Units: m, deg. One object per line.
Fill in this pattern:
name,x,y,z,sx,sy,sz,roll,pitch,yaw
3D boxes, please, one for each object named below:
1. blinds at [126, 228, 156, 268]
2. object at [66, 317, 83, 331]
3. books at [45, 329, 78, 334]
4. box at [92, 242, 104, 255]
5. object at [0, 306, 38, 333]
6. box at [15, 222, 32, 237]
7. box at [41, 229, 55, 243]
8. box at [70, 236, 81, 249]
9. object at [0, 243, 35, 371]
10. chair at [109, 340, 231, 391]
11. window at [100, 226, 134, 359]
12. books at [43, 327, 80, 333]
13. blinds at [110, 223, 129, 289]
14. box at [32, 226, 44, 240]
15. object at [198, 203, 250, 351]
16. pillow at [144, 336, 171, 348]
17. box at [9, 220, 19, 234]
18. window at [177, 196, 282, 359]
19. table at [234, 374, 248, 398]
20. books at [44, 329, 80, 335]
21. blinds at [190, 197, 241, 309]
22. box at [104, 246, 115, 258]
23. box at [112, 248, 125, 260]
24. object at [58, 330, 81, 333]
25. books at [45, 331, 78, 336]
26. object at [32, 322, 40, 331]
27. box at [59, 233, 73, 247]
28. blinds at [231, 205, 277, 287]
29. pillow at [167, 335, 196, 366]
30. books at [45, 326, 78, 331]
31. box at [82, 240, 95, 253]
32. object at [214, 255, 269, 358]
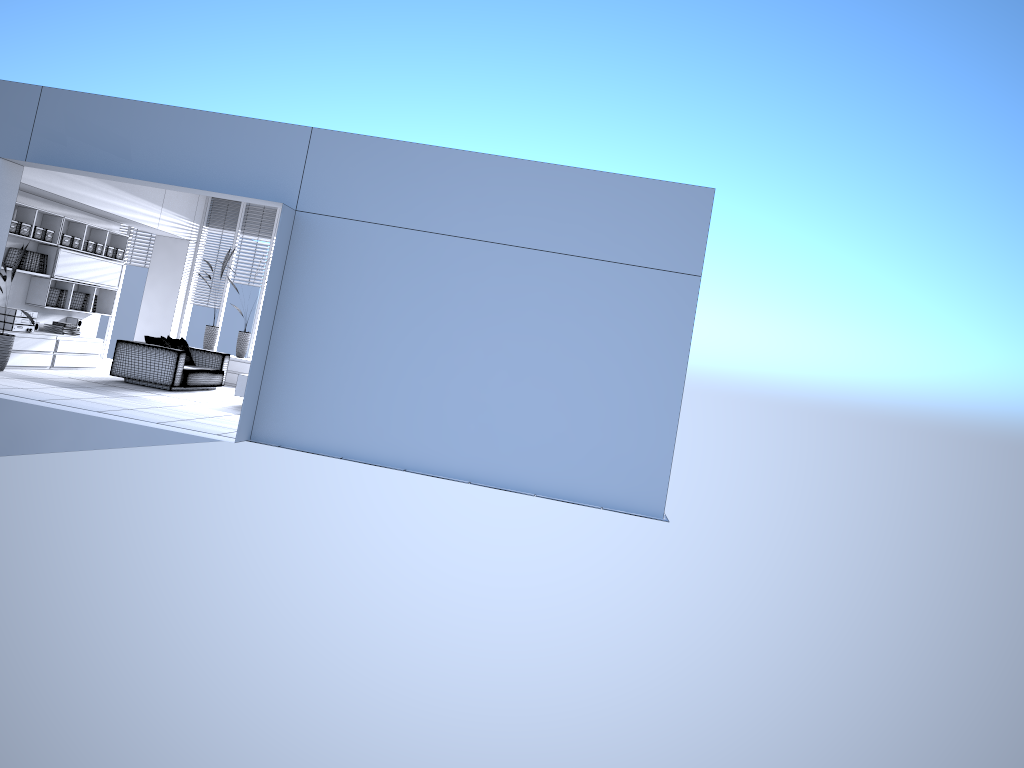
blinds,-6.252,-2.695,15.307,0.638,1.387,0.038,10,-5,6
object,-6.357,-0.843,12.777,0.177,0.233,0.118,10,-4,6
books,-6.267,-0.731,12.310,0.286,0.008,0.413,10,1,6
box,-6.107,-1.978,12.772,0.281,0.163,0.177,10,-2,6
object,-6.279,-0.817,11.114,0.347,0.271,0.428,10,0,5
box,-6.253,-1.965,11.101,0.281,0.163,0.210,10,-1,6
box,-6.210,-1.969,11.594,0.281,0.163,0.177,10,-2,6
box,-6.157,-1.974,12.205,0.281,0.163,0.173,10,-2,6
object,-5.982,-0.961,10.447,1.183,1.597,0.247,8,-5,37
chair,-4.682,-0.244,12.273,0.961,0.555,1.640,10,1,5
window,-7.033,-1.997,15.218,0.690,3.151,0.099,9,-5,6
books,-6.269,-0.753,12.279,0.286,0.008,0.413,10,1,6
blinds,-6.922,-2.584,15.353,0.638,1.917,0.038,10,-5,6
box,-6.230,-1.967,11.370,0.281,0.163,0.173,10,-2,6
object,-4.748,-2.007,14.804,1.437,3.009,0.487,7,-5,34
pillow,-4.787,-0.448,12.020,0.340,0.391,0.564,10,-1,2
box,-6.275,-1.963,10.859,0.281,0.163,0.173,10,-2,6
window,-2.796,-1.237,14.743,5.512,3.151,0.099,10,-5,6
table,-3.186,0.118,11.890,0.651,0.391,1.194,10,1,5
books,-6.279,-0.723,12.299,0.286,0.008,0.413,10,1,6
blinds,-5.057,-2.247,15.125,0.638,1.897,0.056,10,-5,6
box,-6.081,-1.981,13.072,0.281,0.163,0.177,10,-2,6
box,-6.057,-1.983,13.339,0.281,0.163,0.215,10,-1,6
object,-6.272,-0.751,12.301,0.286,0.008,0.413,10,1,6
books,-6.275,-0.703,12.308,0.286,0.008,0.413,10,1,6
object,-6.460,-0.779,11.709,0.177,0.120,0.327,10,1,5
box,-6.176,-1.972,11.979,0.282,0.163,0.210,10,-1,6
blinds,-4.387,-2.359,15.079,0.638,1.376,0.050,10,-5,6
pillow,-4.733,-0.475,12.597,0.300,0.401,0.563,10,-1,3
books,-6.274,-0.773,12.270,0.286,0.008,0.413,10,1,6
box,-6.126,-1.976,12.551,0.281,0.163,0.177,10,-2,6
object,-4.357,-1.357,14.378,1.551,1.879,0.687,10,-4,0
